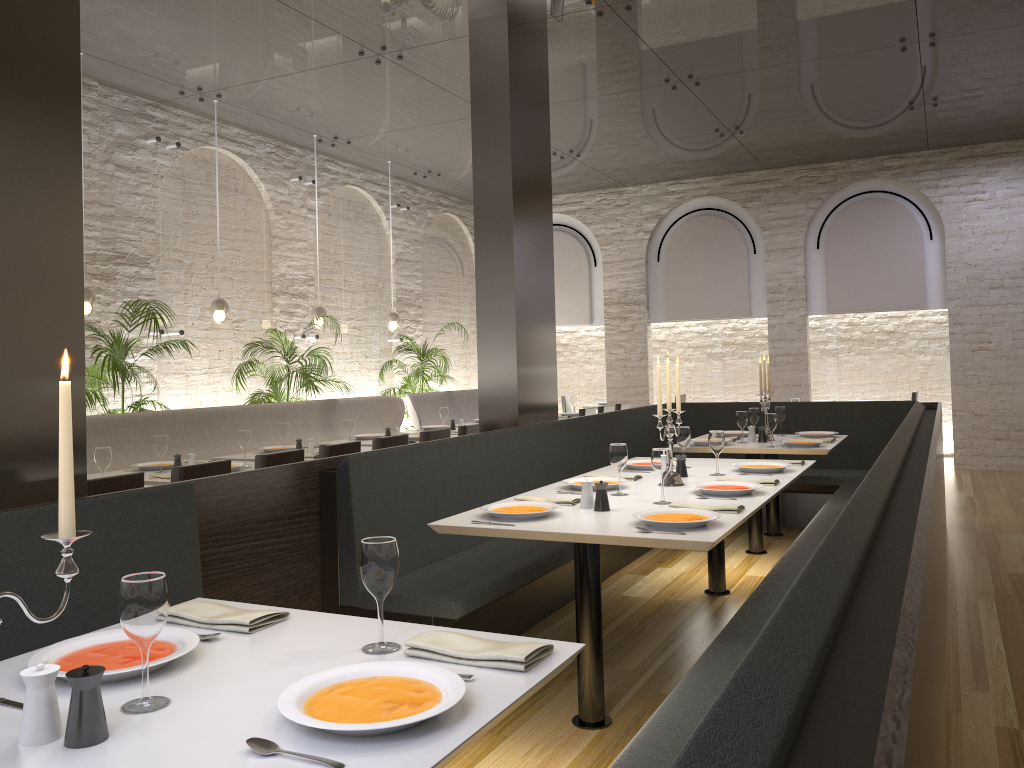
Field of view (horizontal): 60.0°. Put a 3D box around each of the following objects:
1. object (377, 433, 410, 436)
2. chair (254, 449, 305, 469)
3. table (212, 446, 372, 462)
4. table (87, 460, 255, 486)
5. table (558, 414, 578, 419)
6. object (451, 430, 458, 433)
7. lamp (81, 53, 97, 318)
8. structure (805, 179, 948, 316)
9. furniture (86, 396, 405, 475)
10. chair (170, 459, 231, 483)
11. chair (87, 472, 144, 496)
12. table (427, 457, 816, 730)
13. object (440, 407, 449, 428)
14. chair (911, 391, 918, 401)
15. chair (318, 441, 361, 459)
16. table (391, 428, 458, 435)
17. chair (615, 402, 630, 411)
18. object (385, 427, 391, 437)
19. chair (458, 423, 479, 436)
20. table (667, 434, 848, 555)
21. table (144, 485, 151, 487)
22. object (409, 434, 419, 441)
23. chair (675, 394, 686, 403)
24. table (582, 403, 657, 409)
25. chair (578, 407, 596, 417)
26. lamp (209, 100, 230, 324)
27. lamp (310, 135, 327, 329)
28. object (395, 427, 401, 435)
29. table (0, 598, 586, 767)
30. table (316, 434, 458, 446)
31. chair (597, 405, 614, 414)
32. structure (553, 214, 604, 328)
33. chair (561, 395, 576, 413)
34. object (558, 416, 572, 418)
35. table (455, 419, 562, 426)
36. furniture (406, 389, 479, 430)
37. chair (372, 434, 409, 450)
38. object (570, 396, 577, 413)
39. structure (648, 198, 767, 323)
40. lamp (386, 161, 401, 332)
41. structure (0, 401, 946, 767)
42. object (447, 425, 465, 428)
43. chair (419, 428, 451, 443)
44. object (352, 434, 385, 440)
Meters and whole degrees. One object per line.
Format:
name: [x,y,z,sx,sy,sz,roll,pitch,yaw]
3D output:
object: [-1.092,0.466,8.119,0.272,0.033,0.142,-1,1,26]
chair: [-1.527,0.844,5.177,0.565,0.907,0.412,-2,-1,26]
table: [-1.519,0.891,6.640,0.935,0.761,1.010,-2,0,26]
table: [-2.030,0.923,5.597,0.935,0.761,1.010,-2,0,26]
table: [0.476,0.768,10.710,0.935,0.761,1.010,-2,0,26]
object: [-0.444,0.446,8.264,0.272,0.033,0.142,-1,1,26]
lamp: [-3.288,-1.522,6.785,0.178,2.043,0.177,0,-2,-43]
structure: [4.546,-1.738,11.154,1.632,1.676,0.098,-2,-1,26]
furniture: [-2.017,0.724,7.352,0.708,1.098,4.476,-2,1,26]
chair: [-1.788,0.860,4.644,0.565,0.907,0.412,-2,-1,26]
chair: [-2.037,0.876,4.136,0.565,0.907,0.412,-2,-1,26]
table: [0.736,0.871,4.269,1.100,0.760,2.539,-1,1,26]
object: [-0.656,0.340,8.574,0.086,0.231,0.086,-1,-1,-34]
chair: [5.058,0.555,11.658,0.565,0.907,0.412,-2,-1,26]
chair: [-1.280,0.829,5.681,0.565,0.907,0.412,-2,-1,26]
table: [-0.511,0.829,8.696,0.935,0.761,1.010,-2,0,26]
chair: [1.105,0.681,10.547,0.565,0.907,0.412,-2,-1,26]
object: [-1.070,0.427,7.653,0.059,0.109,0.059,-2,-1,18]
chair: [-0.521,0.782,7.229,0.565,0.907,0.412,-2,-1,26]
table: [1.862,0.801,6.564,1.100,0.761,1.188,-1,0,26]
table: [-2.542,0.955,4.552,0.935,0.761,1.010,-2,0,26]
object: [-0.777,0.459,7.582,0.321,0.036,0.321,-1,1,4]
chair: [2.261,0.607,13.027,0.565,0.907,0.412,-2,-1,26]
table: [1.679,0.691,13.318,0.935,0.761,1.010,-2,0,26]
chair: [0.604,0.712,9.525,0.565,0.907,0.412,-2,-1,26]
lamp: [-2.671,-1.561,8.044,0.177,2.043,0.177,-2,-1,11]
lamp: [-2.047,-1.599,9.316,0.177,2.043,0.177,-2,-1,5]
object: [-0.987,0.424,7.663,0.059,0.109,0.059,-2,-1,18]
table: [-0.885,0.971,0.960,1.100,0.760,2.539,-1,1,26]
table: [-1.003,0.859,7.691,0.935,0.761,1.010,-2,0,26]
chair: [0.851,0.697,10.028,0.565,0.907,0.412,-2,-1,26]
structure: [0.614,-1.664,13.079,1.632,1.676,0.098,-2,-1,26]
chair: [1.084,0.629,13.604,0.565,0.907,0.412,-2,-1,26]
object: [0.543,0.385,10.278,0.272,0.033,0.142,-1,1,26]
table: [-0.026,0.799,9.686,0.935,0.761,1.010,-2,0,26]
furniture: [-0.398,0.624,10.653,0.707,1.098,2.585,-2,0,26]
chair: [-1.032,0.813,6.187,0.565,0.907,0.412,-2,-1,26]
object: [0.752,0.263,10.867,0.086,0.231,0.086,-1,-1,-34]
structure: [2.643,-1.702,12.086,1.632,1.676,0.098,-2,-1,26]
lamp: [-1.437,-1.637,10.562,0.177,2.043,0.177,-2,-1,5]
structure: [0.058,0.793,2.849,2.370,1.001,10.748,-1,1,26]
object: [-0.600,0.435,9.123,0.272,0.033,0.142,-1,1,26]
chair: [-0.771,0.797,6.719,0.565,0.907,0.412,-2,-1,26]
object: [-1.259,0.468,7.820,0.321,0.036,0.321,-1,1,4]
